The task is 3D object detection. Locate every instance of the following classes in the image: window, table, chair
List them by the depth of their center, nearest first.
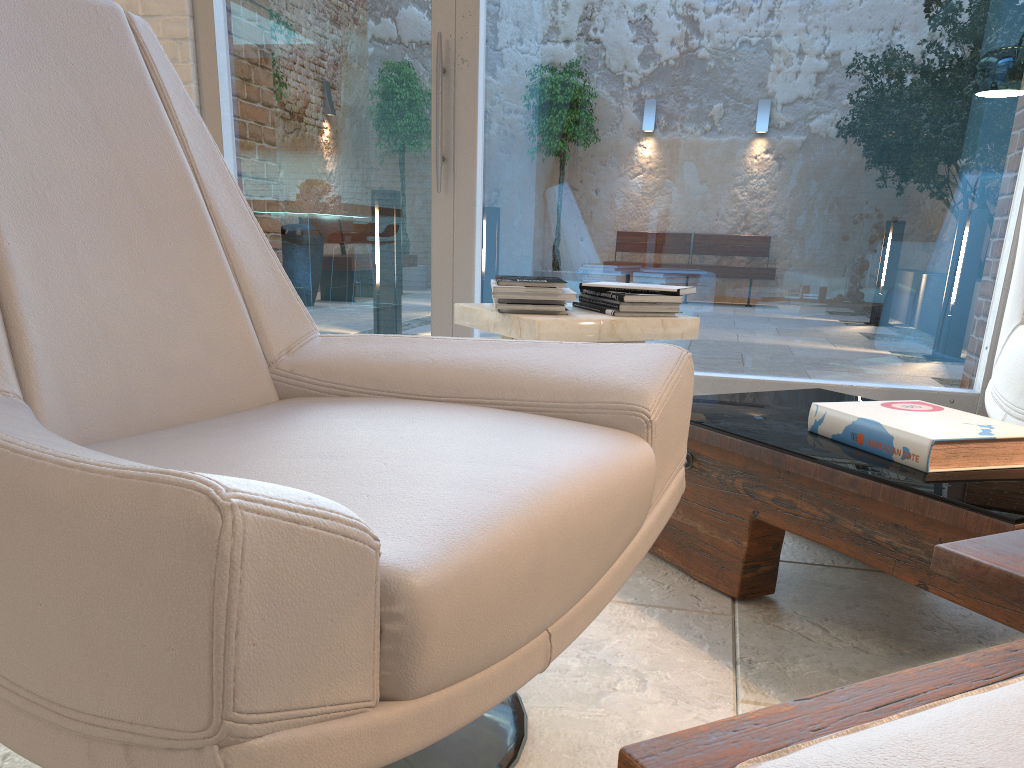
[{"bbox_3d":[-0.354,-0.011,1.174,0.959,1.064,0.992,10,16,28],"label":"chair"},{"bbox_3d":[0.945,0.306,1.327,2.191,0.450,1.895,-3,11,-26],"label":"table"},{"bbox_3d":[1.713,-0.116,2.224,1.027,1.046,0.936,1,14,-3],"label":"chair"},{"bbox_3d":[0.158,0.047,2.485,0.491,0.528,0.475,-5,16,-27],"label":"table"},{"bbox_3d":[-1.723,-3.198,3.001,12.296,6.738,0.614,4,18,12],"label":"window"}]

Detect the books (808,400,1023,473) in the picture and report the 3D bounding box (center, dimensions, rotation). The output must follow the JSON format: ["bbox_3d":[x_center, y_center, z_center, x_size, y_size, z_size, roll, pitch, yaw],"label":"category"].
[{"bbox_3d":[0.746,0.088,1.588,0.254,0.059,0.313,-1,10,-17],"label":"books"}]

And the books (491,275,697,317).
[{"bbox_3d":[0.224,-0.240,2.377,0.568,0.083,0.372,1,10,-3],"label":"books"}]
